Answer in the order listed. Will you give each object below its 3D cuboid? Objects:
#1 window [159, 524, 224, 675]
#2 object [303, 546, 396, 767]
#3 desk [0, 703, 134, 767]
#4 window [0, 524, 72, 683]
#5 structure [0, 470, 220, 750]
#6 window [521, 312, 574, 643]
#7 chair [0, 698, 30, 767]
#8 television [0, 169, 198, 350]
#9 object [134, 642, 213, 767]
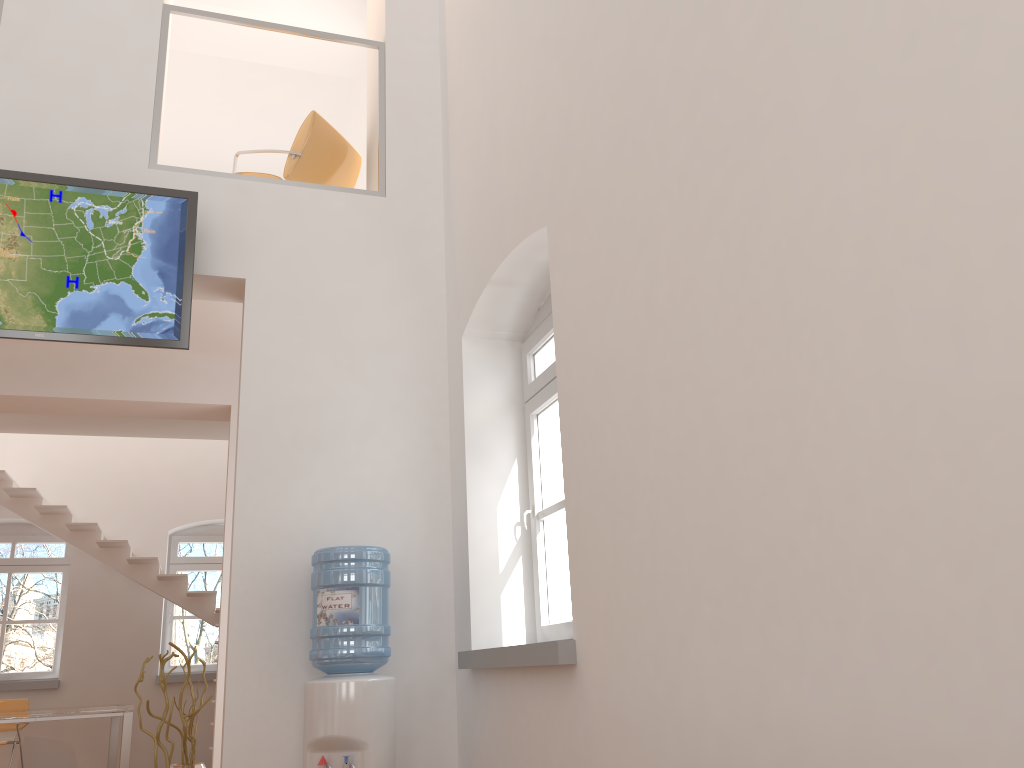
[{"bbox_3d":[-3.445,2.542,10.572,1.308,1.737,0.142,3,-19,-18],"label":"window"},{"bbox_3d":[-0.745,1.517,4.078,0.436,1.490,0.436,9,-21,-32],"label":"object"},{"bbox_3d":[-4.609,3.266,7.756,2.239,0.750,1.092,7,-20,-28],"label":"desk"},{"bbox_3d":[-5.618,2.419,9.849,1.308,1.737,0.142,3,-19,-18],"label":"window"},{"bbox_3d":[-3.988,2.181,8.196,4.630,3.042,3.450,3,-19,-18],"label":"structure"},{"bbox_3d":[0.301,0.349,4.057,0.142,1.627,1.302,3,-19,-18],"label":"window"},{"bbox_3d":[-5.000,3.502,8.596,0.495,0.829,0.464,-1,-18,-4],"label":"chair"},{"bbox_3d":[-2.305,-0.622,4.369,1.388,0.803,0.266,3,-19,-18],"label":"television"},{"bbox_3d":[-1.598,1.820,4.277,0.284,1.112,0.655,-3,-18,2],"label":"object"}]
